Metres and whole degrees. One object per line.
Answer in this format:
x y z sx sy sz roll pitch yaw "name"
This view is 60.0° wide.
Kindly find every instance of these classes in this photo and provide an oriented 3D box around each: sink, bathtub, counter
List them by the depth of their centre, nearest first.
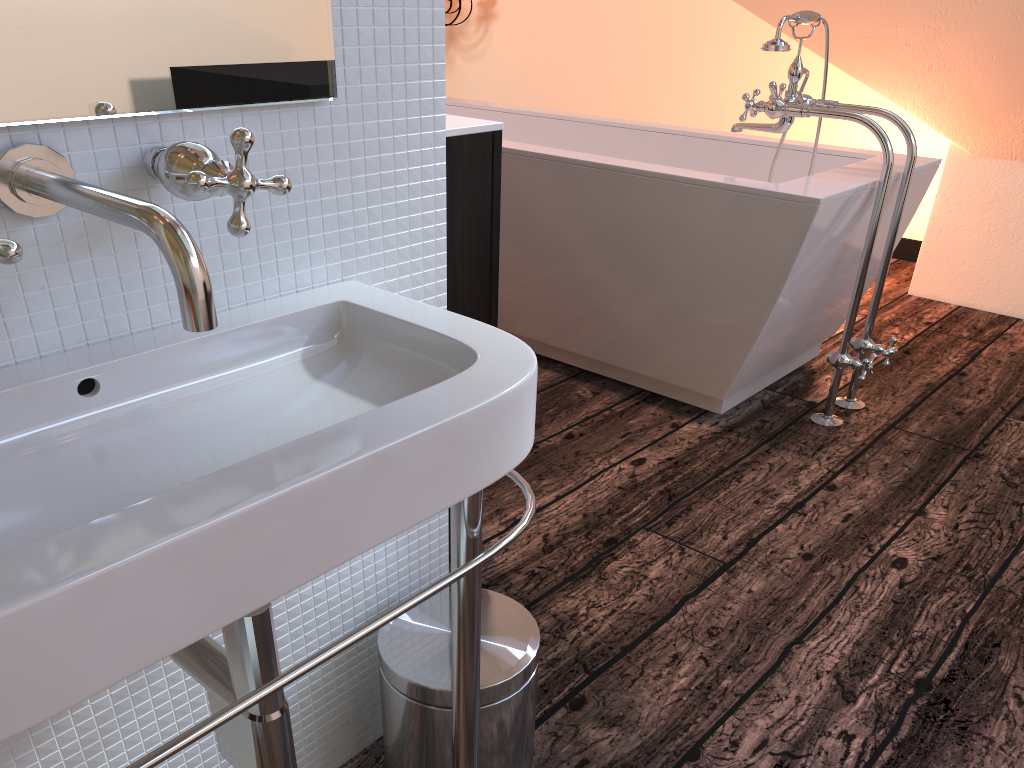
-0.278 0.376 0.856 0.343 0.798 0.675 23 34 35 "sink"
-0.810 -0.577 1.943 1.842 0.301 0.438 22 33 35 "counter"
0.095 -0.599 2.998 2.200 0.705 0.791 22 33 35 "bathtub"

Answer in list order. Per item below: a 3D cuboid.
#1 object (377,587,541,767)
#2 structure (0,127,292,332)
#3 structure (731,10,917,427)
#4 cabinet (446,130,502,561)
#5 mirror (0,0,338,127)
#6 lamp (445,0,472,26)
-0.074 0.507 1.249 0.223 0.311 0.219 4 27 5 "object"
-0.287 -0.134 0.646 0.235 0.124 0.295 23 33 36 "structure"
0.801 -0.467 2.349 0.382 1.138 0.547 -16 32 -31 "structure"
-0.838 -0.274 2.077 1.842 0.938 0.382 22 34 35 "cabinet"
-0.355 -0.795 0.377 0.011 1.298 0.598 24 34 35 "mirror"
-0.454 -2.670 4.545 0.537 1.144 0.609 -19 34 -34 "lamp"
